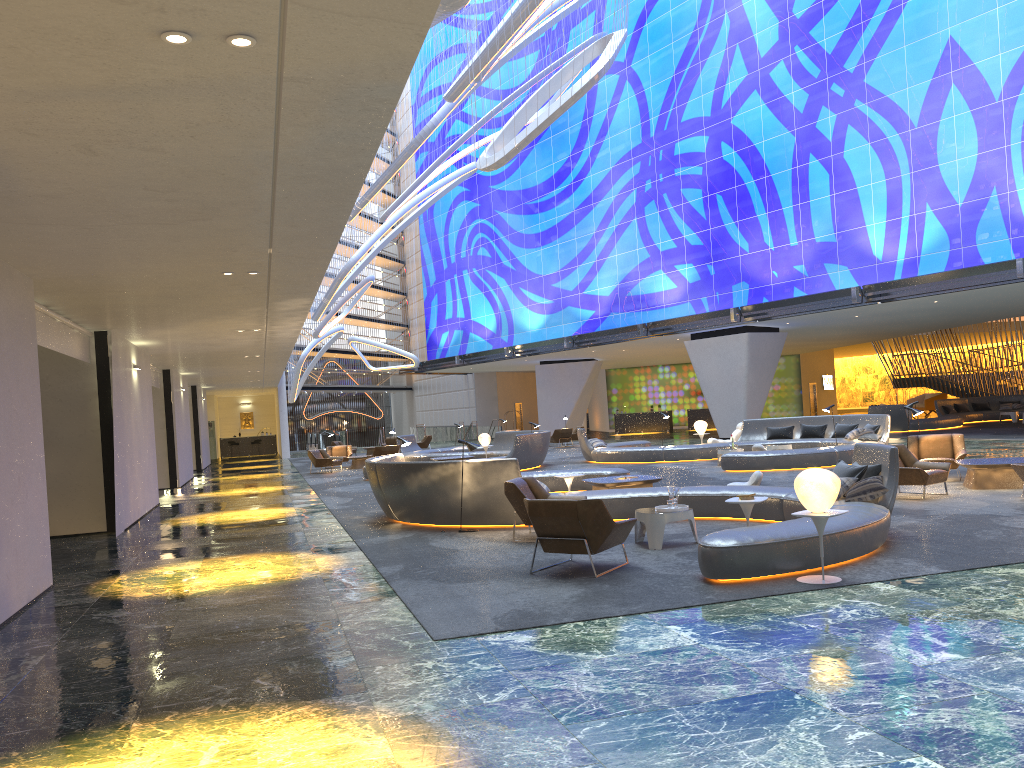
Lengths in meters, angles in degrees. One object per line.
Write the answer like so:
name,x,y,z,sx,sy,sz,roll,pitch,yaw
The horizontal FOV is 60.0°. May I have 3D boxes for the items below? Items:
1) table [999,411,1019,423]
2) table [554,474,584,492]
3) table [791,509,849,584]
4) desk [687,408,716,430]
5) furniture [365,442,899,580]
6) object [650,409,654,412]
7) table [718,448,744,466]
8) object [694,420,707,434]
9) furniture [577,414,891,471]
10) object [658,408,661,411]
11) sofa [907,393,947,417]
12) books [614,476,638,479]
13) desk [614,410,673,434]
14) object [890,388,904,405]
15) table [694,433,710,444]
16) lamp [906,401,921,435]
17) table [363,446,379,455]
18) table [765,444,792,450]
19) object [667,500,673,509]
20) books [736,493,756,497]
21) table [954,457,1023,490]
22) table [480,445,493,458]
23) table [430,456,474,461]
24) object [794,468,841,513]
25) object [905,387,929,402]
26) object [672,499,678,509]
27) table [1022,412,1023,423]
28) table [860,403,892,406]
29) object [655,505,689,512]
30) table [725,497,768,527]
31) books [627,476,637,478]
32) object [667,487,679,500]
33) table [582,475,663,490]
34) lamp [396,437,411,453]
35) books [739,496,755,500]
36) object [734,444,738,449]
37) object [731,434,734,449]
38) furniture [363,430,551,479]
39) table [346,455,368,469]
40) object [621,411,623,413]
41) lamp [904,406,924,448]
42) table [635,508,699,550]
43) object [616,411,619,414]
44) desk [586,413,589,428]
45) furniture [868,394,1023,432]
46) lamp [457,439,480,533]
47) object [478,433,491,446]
table,18.833,1.258,33.573,0.671,0.406,0.673,-4,-1,29
table,0.882,1.686,13.499,0.417,0.595,0.428,-3,0,-20
table,2.690,1.416,7.739,0.417,0.595,0.428,-3,0,-42
desk,10.906,1.800,47.157,2.979,1.097,0.813,-4,-1,21
furniture,0.945,1.456,12.636,5.182,0.969,9.936,-3,-2,-19
object,7.436,1.392,47.066,0.150,0.145,0.150,-4,-1,18
table,5.119,1.749,20.973,0.672,0.406,0.673,-4,-1,36
object,5.532,1.263,25.992,0.366,0.387,0.318,-3,-1,-34
furniture,5.509,1.489,23.653,5.181,0.969,9.937,-3,-2,-24
object,7.827,1.364,46.952,0.150,0.145,0.150,-4,-1,18
sofa,21.001,1.067,44.910,1.062,1.180,3.416,-4,-1,10
books,1.907,1.560,14.854,0.395,0.039,0.301,-4,-2,-2
desk,7.046,2.050,47.499,2.979,1.097,0.813,-4,-1,23
object,20.888,0.916,48.059,0.476,1.664,1.204,-3,0,39
table,5.575,1.754,26.044,0.417,0.595,0.428,-3,0,-42
lamp,8.946,1.025,19.696,0.384,1.300,0.201,-3,0,28
table,-5.854,2.942,38.651,1.203,0.392,1.203,-4,-1,2
table,6.474,1.684,21.646,0.673,0.406,0.671,-4,-1,4
object,1.792,1.377,10.038,0.071,0.118,0.071,-3,0,-34
books,2.371,1.124,8.974,0.133,0.022,0.189,-5,-2,35
table,7.583,1.391,13.790,1.204,0.392,1.202,-4,-2,20
table,-0.769,2.171,26.798,0.417,0.595,0.428,-3,0,-17
table,-1.706,2.304,25.449,1.202,0.392,1.204,-3,-2,-15
object,2.648,0.925,7.687,0.366,0.387,0.318,-3,-1,-34
object,21.946,0.848,47.965,1.205,1.664,0.476,-4,0,-6
object,1.858,1.374,10.084,0.071,0.118,0.071,-4,0,42
table,18.870,1.212,32.057,0.670,0.406,0.674,-3,-1,-29
table,19.345,1.449,47.108,1.243,0.727,2.305,-4,-2,32
object,1.827,1.421,10.132,0.381,0.038,0.381,-3,-2,-24
table,2.375,1.462,8.967,0.428,0.595,0.417,-4,0,28
books,2.008,1.560,14.841,0.133,0.012,0.189,-3,-2,-26
object,1.843,1.311,10.180,0.130,0.252,0.103,-3,0,-33
table,1.842,1.777,14.794,1.202,0.392,1.204,-3,-2,-15
lamp,-1.969,1.603,16.153,0.384,1.300,0.201,-3,0,34
books,2.376,1.150,8.976,0.129,0.030,0.182,-4,-2,6
object,5.309,1.477,21.011,0.071,0.118,0.151,-4,-1,-6
object,5.208,1.361,20.889,0.076,0.356,0.066,-3,0,41
furniture,-1.410,2.034,27.595,5.185,0.969,9.930,-4,-2,1
table,-4.983,2.641,30.056,1.202,0.392,1.204,-3,-2,-16
object,5.913,1.522,47.660,0.108,0.108,0.111,-4,-1,19
lamp,6.983,1.024,15.414,0.384,1.300,0.201,-3,0,37
table,1.757,1.650,10.219,0.670,0.406,0.674,-3,-1,-19
object,5.679,1.519,47.740,0.149,0.150,0.149,-4,-1,19
desk,4.880,2.641,63.370,2.979,1.097,0.813,-4,-1,23
furniture,16.602,1.084,33.582,9.926,0.969,5.187,-4,-2,1
lamp,-0.594,1.408,12.335,0.384,1.300,0.202,-4,0,-16
object,-0.832,1.682,26.755,0.366,0.387,0.318,-3,0,-9
